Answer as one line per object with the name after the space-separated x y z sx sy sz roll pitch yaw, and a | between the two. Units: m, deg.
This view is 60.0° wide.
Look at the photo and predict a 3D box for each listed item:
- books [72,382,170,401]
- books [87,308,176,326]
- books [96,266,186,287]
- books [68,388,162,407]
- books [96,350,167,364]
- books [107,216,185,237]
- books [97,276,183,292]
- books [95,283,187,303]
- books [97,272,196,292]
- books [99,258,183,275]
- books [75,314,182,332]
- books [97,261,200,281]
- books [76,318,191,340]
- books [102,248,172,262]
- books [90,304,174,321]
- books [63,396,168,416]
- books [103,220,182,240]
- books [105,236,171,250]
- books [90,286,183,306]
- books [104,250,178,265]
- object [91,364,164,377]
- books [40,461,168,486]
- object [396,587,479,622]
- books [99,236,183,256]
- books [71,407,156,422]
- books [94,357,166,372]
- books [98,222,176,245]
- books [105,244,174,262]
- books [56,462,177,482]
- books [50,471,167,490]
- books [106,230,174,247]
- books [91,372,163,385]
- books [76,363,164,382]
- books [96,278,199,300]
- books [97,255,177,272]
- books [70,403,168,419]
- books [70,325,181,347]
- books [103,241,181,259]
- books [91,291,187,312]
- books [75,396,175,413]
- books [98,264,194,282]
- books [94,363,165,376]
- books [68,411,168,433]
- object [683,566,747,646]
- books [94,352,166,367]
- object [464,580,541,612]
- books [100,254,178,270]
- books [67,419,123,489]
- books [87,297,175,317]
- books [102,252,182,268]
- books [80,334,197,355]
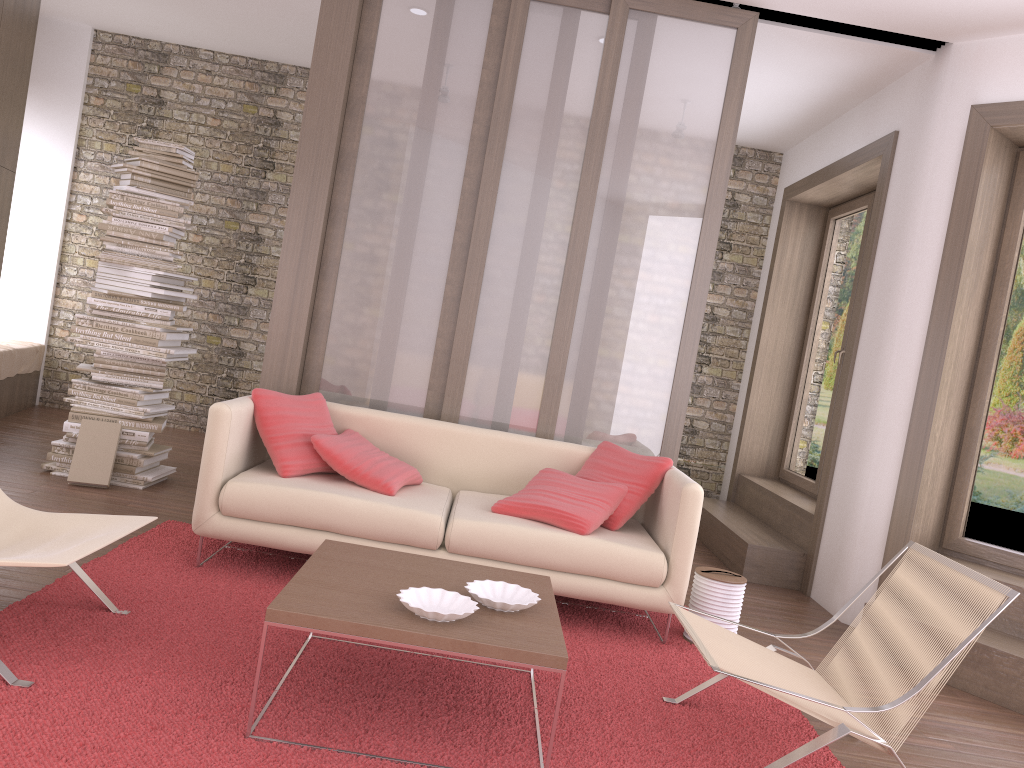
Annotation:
-2.418 0.039 5.505 0.448 0.038 0.348 10 3 4 | books
-2.356 -0.419 5.515 0.469 0.028 0.368 9 3 -16 | books
-2.297 -0.668 5.505 0.417 0.036 0.308 11 3 18 | books
-2.446 0.075 5.486 0.432 0.038 0.339 10 3 4 | books
-2.345 -0.178 5.484 0.396 0.024 0.310 9 3 -21 | books
-2.251 -0.971 5.477 0.379 0.028 0.297 10 3 -6 | books
-2.309 -0.621 5.500 0.413 0.013 0.294 11 3 18 | books
-2.304 -0.567 5.513 0.435 0.030 0.322 11 3 18 | books
-2.268 -0.632 5.502 0.484 0.020 0.323 11 3 18 | books
-2.292 -0.722 5.471 0.469 0.015 0.267 9 3 -26 | books
-2.364 -0.376 5.506 0.510 0.020 0.399 10 3 -1 | books
-2.248 -0.700 5.498 0.500 0.018 0.326 11 3 18 | books
-2.351 -0.341 5.533 0.542 0.046 0.421 10 3 -1 | books
-2.322 -0.793 5.481 0.395 0.007 0.308 9 3 -26 | books
-2.337 -0.444 5.482 0.442 0.025 0.346 9 3 -16 | books
-2.445 0.131 5.495 0.506 0.023 0.330 10 3 4 | books
-2.278 -0.952 5.480 0.388 0.020 0.287 10 3 -6 | books
-2.310 -0.866 5.463 0.368 0.009 0.262 9 3 -26 | books
-2.335 -0.547 5.517 0.450 0.022 0.364 8 3 -41 | books
-2.300 -0.779 5.482 0.412 0.011 0.308 9 3 -26 | books
-2.370 -0.086 5.487 0.413 0.008 0.243 9 3 -21 | object
-2.494 0.529 5.460 0.612 0.028 0.399 10 3 -1 | books
-0.225 0.667 2.650 0.249 0.043 0.251 8 3 -31 | object
-2.288 -0.848 5.473 0.467 0.020 0.283 9 3 -26 | books
-2.442 0.170 5.474 0.450 0.022 0.364 9 3 -16 | books
-2.353 -0.131 5.486 0.396 0.033 0.310 9 3 -21 | books
-2.305 -0.927 5.474 0.379 0.039 0.297 10 3 -6 | books
-2.312 -0.809 5.494 0.379 0.028 0.297 9 3 -26 | books
-2.423 0.512 5.468 0.566 0.025 0.423 10 3 -1 | books
-2.451 0.562 5.429 0.542 0.016 0.423 10 3 -1 | books
-2.298 -0.893 5.472 0.379 0.028 0.297 9 3 -26 | books
-2.374 -0.047 5.493 0.405 0.018 0.300 9 3 -21 | books
-2.410 -0.071 5.479 0.488 0.018 0.296 9 3 -21 | books
-2.257 -0.589 5.495 0.524 0.030 0.317 11 3 18 | books
-2.318 -0.742 5.475 0.444 0.015 0.279 9 3 -26 | books
-2.412 0.158 5.466 0.448 0.013 0.350 10 3 4 | books
-2.382 -0.296 5.508 0.522 0.046 0.410 10 3 -1 | books
-2.279 -0.827 5.488 0.388 0.020 0.287 10 3 -6 | books
-2.305 -0.512 5.519 0.518 0.038 0.341 9 3 -16 | books
-2.386 0.116 5.497 0.468 0.021 0.350 10 3 4 | books
-2.275 -0.690 5.517 0.443 0.010 0.345 11 3 18 | books
-2.358 -0.102 5.487 0.396 0.024 0.310 9 3 -21 | books
-2.412 0.217 5.458 0.518 0.057 0.341 9 3 -16 | books
0.940 1.036 4.111 0.239 0.341 0.239 11 3 31 | object
-2.354 -0.158 5.488 0.405 0.018 0.300 9 3 -21 | books
-0.033 0.691 2.856 0.251 0.043 0.249 10 3 10 | object
-2.308 -0.754 5.479 0.432 0.013 0.288 9 3 -26 | books
-2.419 0.404 5.153 0.218 0.363 0.246 9 3 -16 | books
-2.347 -0.478 5.498 0.469 0.038 0.364 9 3 -16 | books
-2.290 -0.765 5.479 0.446 0.012 0.291 9 3 -26 | books
-2.311 -0.247 5.528 0.566 0.025 0.423 10 3 -1 | books
